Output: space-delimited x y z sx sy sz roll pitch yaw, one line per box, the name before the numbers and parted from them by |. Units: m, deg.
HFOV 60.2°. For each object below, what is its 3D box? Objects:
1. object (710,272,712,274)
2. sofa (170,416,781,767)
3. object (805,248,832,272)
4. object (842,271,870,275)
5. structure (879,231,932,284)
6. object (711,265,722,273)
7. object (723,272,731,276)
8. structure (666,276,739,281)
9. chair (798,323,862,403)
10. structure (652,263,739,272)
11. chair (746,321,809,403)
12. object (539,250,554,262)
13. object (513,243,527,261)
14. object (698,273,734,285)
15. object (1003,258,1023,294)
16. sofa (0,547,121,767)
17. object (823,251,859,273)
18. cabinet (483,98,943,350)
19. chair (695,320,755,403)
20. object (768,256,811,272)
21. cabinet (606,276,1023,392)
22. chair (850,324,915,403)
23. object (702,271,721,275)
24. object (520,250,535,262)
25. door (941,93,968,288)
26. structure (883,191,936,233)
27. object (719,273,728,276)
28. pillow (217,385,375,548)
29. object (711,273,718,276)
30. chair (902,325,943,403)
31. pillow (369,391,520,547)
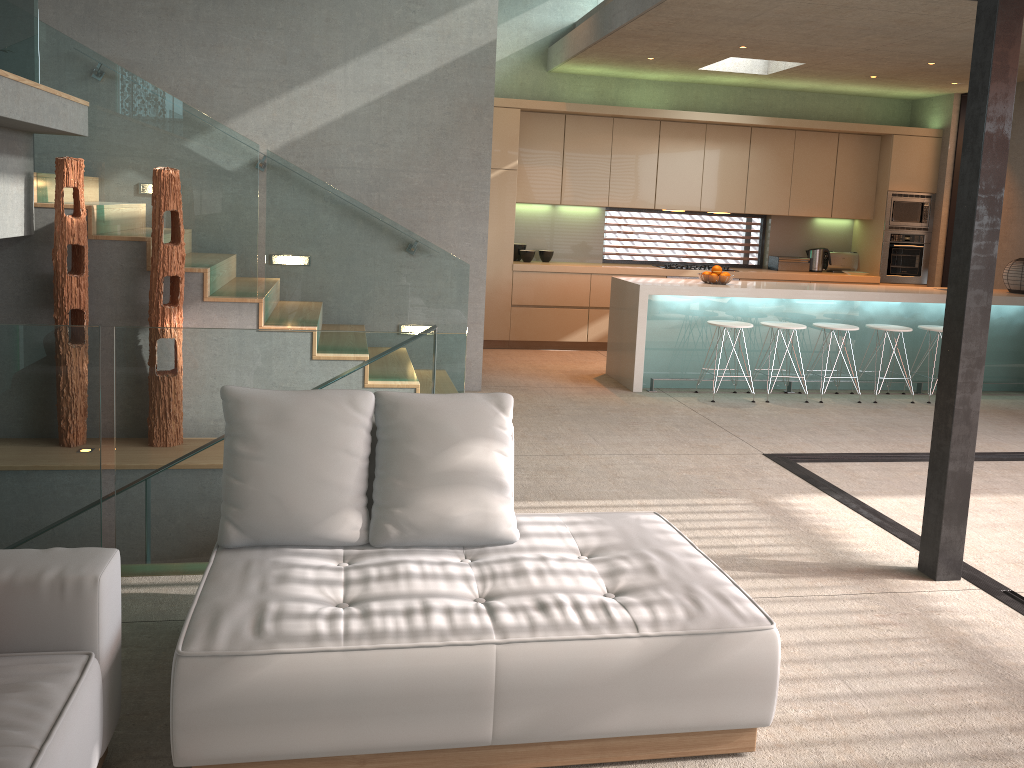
object | 1.754 -0.959 7.872 0.087 0.086 0.087 10 12 39
sofa | -0.128 0.566 2.737 1.595 0.725 1.025 1 10 -11
object | 3.553 -1.444 10.264 0.278 0.282 0.179 2 8 -6
object | 3.928 -1.265 10.096 0.311 0.034 0.312 -7 15 -41
structure | 4.403 -1.468 10.171 0.596 0.574 0.503 1 9 -11
object | 1.813 -1.004 7.824 0.095 0.093 0.095 4 9 9
object | 1.884 -0.943 7.806 0.094 0.093 0.095 -1 10 -22
structure | 2.055 -0.907 9.584 0.828 0.496 0.080 1 7 -11
chair | 2.715 -0.186 7.487 0.382 0.617 0.386 1 8 -11
structure | 2.027 -1.272 9.789 0.838 0.090 0.470 1 11 -11
chair | 2.244 -0.191 7.398 0.382 0.617 0.386 1 8 -11
object | 0.372 -1.397 9.672 0.169 0.125 0.171 -2 11 -24
object | 0.043 -1.437 9.642 0.225 0.186 0.227 -4 11 -33
object | 1.796 -0.928 7.800 0.315 0.081 0.319 1 11 -11
object | 4.856 -1.029 8.397 0.340 0.331 0.344 0 10 -19
sofa | -1.215 0.943 0.558 1.048 0.745 3.504 1 11 -11
object | 3.853 -1.432 10.372 0.389 0.245 0.152 1 8 -11
cabinet | 3.172 -1.518 9.335 7.467 2.542 1.988 1 9 -11
chair | 1.780 -0.195 7.309 0.382 0.617 0.386 1 8 -11
object | 3.212 -1.393 10.243 0.400 0.158 0.243 1 10 -11
cabinet | 2.982 -0.438 8.107 4.119 0.891 0.810 1 9 -11
chair | 3.203 -0.182 7.583 0.382 0.617 0.386 1 8 -11
object | 1.747 -0.944 7.767 0.174 0.099 0.097 10 11 33
object | 0.164 -1.372 9.498 0.169 0.125 0.171 -2 11 -24
door | 0.921 -0.298 5.478 15.365 4.429 5.828 -6 13 -38
structure | 4.423 -1.972 10.130 0.596 0.433 0.465 1 9 -11
object | 1.845 -0.926 7.723 0.086 0.086 0.088 -1 10 -20
pillow | -0.694 0.263 2.846 0.492 0.493 0.241 1 8 -10
object | 1.761 -0.925 7.717 0.081 0.080 0.081 6 10 18
chair | 3.698 -0.178 7.678 0.382 0.617 0.386 1 8 -11
pillow | -0.221 0.279 2.935 0.492 0.478 0.269 1 8 -10
